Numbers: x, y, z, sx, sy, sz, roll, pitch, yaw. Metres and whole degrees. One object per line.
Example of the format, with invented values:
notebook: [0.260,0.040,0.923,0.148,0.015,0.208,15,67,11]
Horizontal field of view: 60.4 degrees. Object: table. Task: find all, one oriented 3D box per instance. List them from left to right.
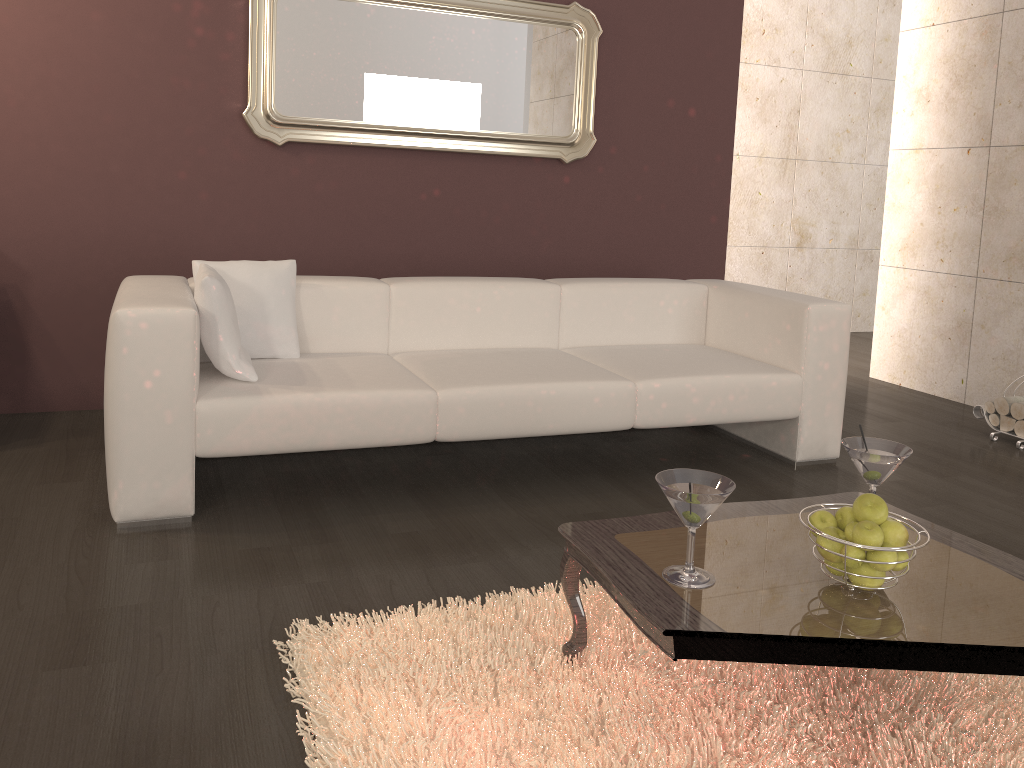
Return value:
table: [0.650,0.535,1.723,0.914,0.298,0.920,-2,13,-23]

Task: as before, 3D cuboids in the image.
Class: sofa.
sofa: [-0.065,-0.061,3.481,2.783,0.642,0.959,-2,11,-22]

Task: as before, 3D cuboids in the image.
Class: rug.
rug: [0.635,0.683,1.718,1.998,0.066,1.535,-2,13,-22]

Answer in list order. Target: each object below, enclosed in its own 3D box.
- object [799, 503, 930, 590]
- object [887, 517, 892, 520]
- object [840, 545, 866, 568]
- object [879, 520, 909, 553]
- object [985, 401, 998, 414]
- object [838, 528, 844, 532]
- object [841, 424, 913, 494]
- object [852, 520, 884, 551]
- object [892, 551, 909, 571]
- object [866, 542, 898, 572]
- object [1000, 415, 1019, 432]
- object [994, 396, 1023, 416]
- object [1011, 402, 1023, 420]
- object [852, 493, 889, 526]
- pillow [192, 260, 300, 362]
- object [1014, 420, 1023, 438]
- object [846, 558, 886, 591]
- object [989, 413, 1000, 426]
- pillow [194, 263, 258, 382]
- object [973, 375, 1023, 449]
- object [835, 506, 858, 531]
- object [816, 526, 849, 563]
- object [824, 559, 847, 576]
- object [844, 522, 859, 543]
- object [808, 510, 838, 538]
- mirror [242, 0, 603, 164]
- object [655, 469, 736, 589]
object: [0.667,0.327,1.686,0.235,0.117,0.237,7,12,22]
object: [0.721,0.288,1.717,0.062,0.054,0.062,-3,11,-29]
object: [0.630,0.317,1.628,0.045,0.045,0.045,-3,11,-30]
object: [0.714,0.287,1.654,0.057,0.060,0.063,9,11,36]
object: [2.367,0.105,4.196,0.252,0.057,0.058,-2,10,-22]
object: [0.672,0.297,1.742,0.062,0.061,0.061,8,11,32]
object: [0.820,0.222,1.998,0.153,0.214,0.152,10,11,43]
object: [0.651,0.279,1.613,0.053,0.050,0.054,-1,10,-21]
object: [0.726,0.330,1.673,0.051,0.047,0.052,-2,11,-27]
object: [0.679,0.318,1.618,0.053,0.050,0.054,0,10,-18]
object: [2.415,0.180,4.118,0.276,0.073,0.084,-2,11,-22]
object: [2.390,0.098,4.138,0.252,0.081,0.083,-2,10,-22]
object: [2.423,0.121,4.060,0.252,0.076,0.080,-2,10,-22]
object: [0.681,0.240,1.673,0.062,0.063,0.063,-1,10,-22]
pillow: [-0.975,-0.274,3.235,0.376,0.357,0.171,-1,8,-24]
object: [2.431,0.198,4.041,0.252,0.076,0.080,-2,10,-22]
object: [0.665,0.353,1.654,0.069,0.063,0.068,7,10,22]
object: [2.375,0.163,4.174,0.252,0.057,0.058,-2,10,-22]
pillow: [-0.966,-0.210,2.950,0.186,0.353,0.382,0,10,-23]
object: [2.481,0.083,4.087,0.502,0.375,0.438,-1,10,-22]
object: [0.656,0.263,1.716,0.045,0.048,0.051,1,9,-8]
object: [0.612,0.305,1.672,0.066,0.065,0.067,9,11,34]
object: [0.636,0.345,1.711,0.055,0.054,0.055,1,9,-11]
object: [0.650,0.283,1.659,0.046,0.043,0.046,10,12,38]
object: [0.607,0.275,1.719,0.054,0.054,0.054,8,10,30]
mirror: [-0.372,-1.518,4.259,1.783,0.813,0.047,-2,7,-22]
object: [0.346,0.267,1.690,0.151,0.214,0.153,-2,9,-30]
